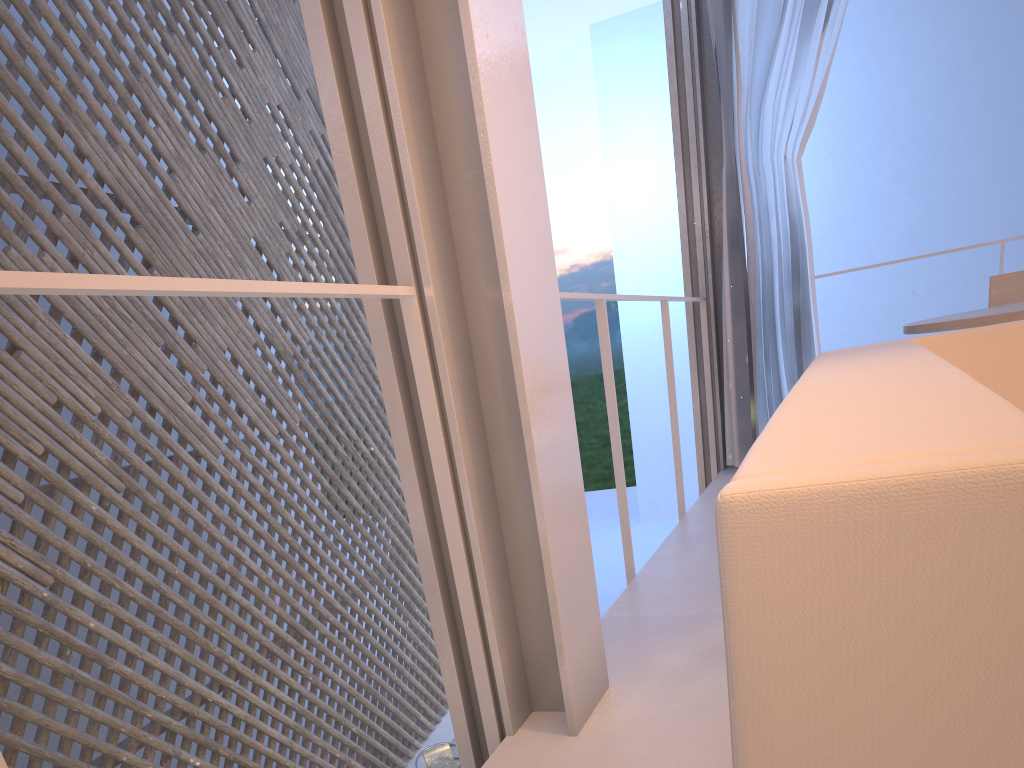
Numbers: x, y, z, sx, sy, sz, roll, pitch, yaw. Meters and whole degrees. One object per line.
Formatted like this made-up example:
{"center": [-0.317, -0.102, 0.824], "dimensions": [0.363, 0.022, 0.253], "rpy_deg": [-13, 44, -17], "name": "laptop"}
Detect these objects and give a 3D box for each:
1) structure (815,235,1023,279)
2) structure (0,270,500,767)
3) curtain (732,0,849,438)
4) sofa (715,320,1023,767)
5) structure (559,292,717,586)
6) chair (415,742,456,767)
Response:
{"center": [1.726, 0.463, 3.116], "dimensions": [1.376, 1.950, 1.298], "rpy_deg": [-4, 15, 22], "name": "structure"}
{"center": [-0.350, 0.264, 0.193], "dimensions": [0.028, 0.602, 1.555], "rpy_deg": [0, 7, 23], "name": "structure"}
{"center": [0.775, -1.069, 1.964], "dimensions": [0.519, 2.634, 0.086], "rpy_deg": [-3, 21, 17], "name": "curtain"}
{"center": [0.501, 0.147, 0.679], "dimensions": [0.505, 0.400, 0.899], "rpy_deg": [-6, 6, 23], "name": "sofa"}
{"center": [0.298, 0.112, 1.747], "dimensions": [0.028, 0.602, 1.553], "rpy_deg": [0, 7, 23], "name": "structure"}
{"center": [-0.253, 1.738, 3.507], "dimensions": [0.251, 0.414, 0.234], "rpy_deg": [-17, 17, -26], "name": "chair"}
